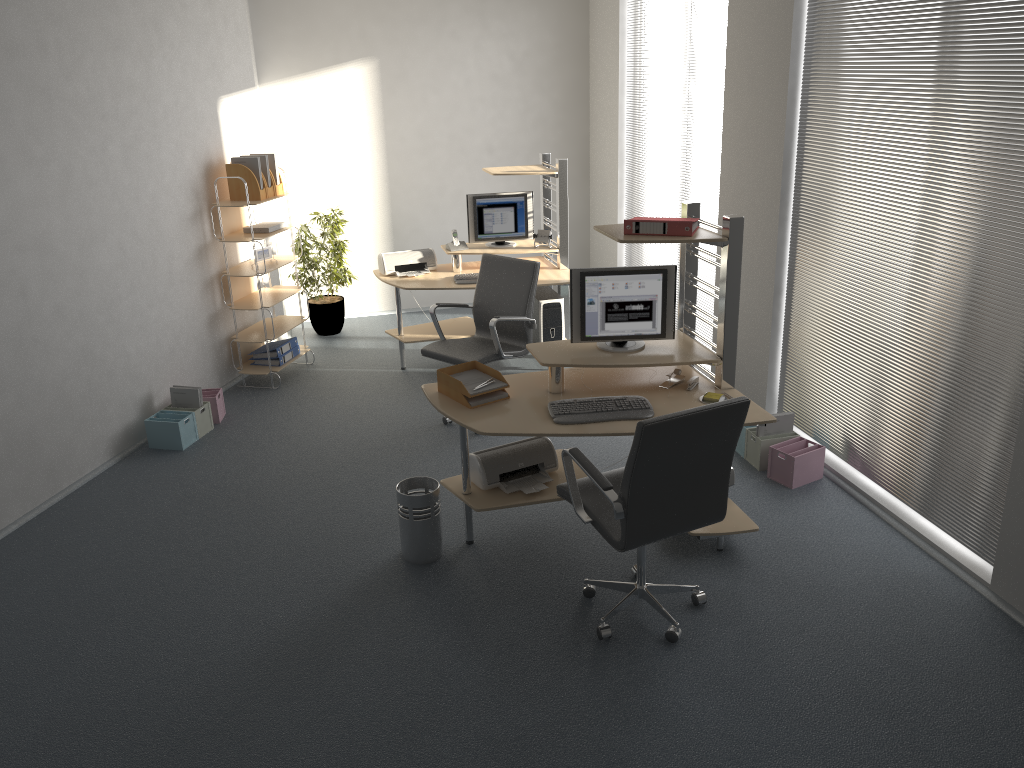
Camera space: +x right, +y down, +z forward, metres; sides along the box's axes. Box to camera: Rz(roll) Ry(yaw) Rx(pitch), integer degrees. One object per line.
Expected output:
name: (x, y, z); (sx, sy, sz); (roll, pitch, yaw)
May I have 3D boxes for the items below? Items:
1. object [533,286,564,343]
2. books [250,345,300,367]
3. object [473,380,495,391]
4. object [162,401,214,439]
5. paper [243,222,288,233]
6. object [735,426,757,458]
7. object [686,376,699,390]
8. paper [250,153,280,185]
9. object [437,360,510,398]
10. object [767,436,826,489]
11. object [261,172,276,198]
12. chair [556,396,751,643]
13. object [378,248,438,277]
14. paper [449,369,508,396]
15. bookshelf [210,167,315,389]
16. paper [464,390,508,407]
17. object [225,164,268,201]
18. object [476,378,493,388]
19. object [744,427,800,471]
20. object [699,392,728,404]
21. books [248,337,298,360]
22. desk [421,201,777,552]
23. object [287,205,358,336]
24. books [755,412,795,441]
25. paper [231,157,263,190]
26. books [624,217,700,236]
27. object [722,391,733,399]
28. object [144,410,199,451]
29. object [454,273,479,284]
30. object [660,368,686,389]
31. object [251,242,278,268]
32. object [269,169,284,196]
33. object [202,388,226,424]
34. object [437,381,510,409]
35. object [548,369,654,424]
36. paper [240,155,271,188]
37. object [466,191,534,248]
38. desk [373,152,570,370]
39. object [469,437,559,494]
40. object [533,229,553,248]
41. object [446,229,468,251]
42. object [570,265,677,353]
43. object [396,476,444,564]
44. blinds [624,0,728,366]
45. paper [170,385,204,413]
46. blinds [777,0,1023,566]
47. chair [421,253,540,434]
object: (0.254, -0.509, 6.967); (0.199, 0.422, 0.471); (-6, 21, -12)
books: (-1.847, -0.228, 6.917); (0.262, 0.072, 0.320); (3, 21, 14)
object: (-0.134, 0.008, 4.250); (0.008, 0.009, 0.159); (15, 26, 38)
object: (-2.155, 0.239, 5.903); (0.245, 0.202, 0.185); (3, 21, 13)
paper: (-1.853, -1.181, 6.680); (0.213, 0.046, 0.297); (3, 21, 13)
object: (1.474, 0.313, 5.355); (0.245, 0.202, 0.185); (-6, 21, -12)
object: (0.888, -0.007, 4.358); (0.022, 0.042, 0.134); (9, 23, 27)
paper: (-1.851, -1.575, 6.650); (0.213, 0.297, 0.045); (4, 21, 17)
object: (-0.192, -0.028, 4.329); (0.225, 0.060, 0.309); (-15, 24, -31)
object: (1.596, 0.445, 4.984); (0.245, 0.202, 0.185); (-13, 23, -29)
object: (-1.890, -1.507, 6.527); (0.243, 0.259, 0.113); (3, 21, 14)
chair: (0.552, 0.497, 3.685); (0.584, 1.048, 0.652); (-12, 22, -25)
object: (-0.792, -0.941, 6.896); (0.438, 0.162, 0.351); (-9, 21, -19)
paper: (-0.191, -0.012, 4.334); (0.210, 0.010, 0.297); (-15, 24, -31)
bookshelf: (-1.877, -0.805, 6.723); (0.381, 1.572, 0.724); (3, 21, 14)
paper: (-0.189, 0.037, 4.352); (0.210, 0.019, 0.297); (-15, 24, -31)
object: (-1.917, -1.465, 6.414); (0.243, 0.259, 0.113); (2, 21, 12)
object: (-0.135, -0.002, 4.279); (0.008, 0.009, 0.159); (10, 23, 30)
object: (1.517, 0.374, 5.185); (0.245, 0.202, 0.185); (-6, 21, -12)
object: (0.951, 0.062, 4.185); (0.132, 0.026, 0.132); (-6, 21, -12)
books: (-1.859, -0.280, 6.901); (0.263, 0.100, 0.320); (3, 21, 14)
desk: (0.357, 0.032, 4.221); (1.469, 1.566, 0.967); (-6, 21, -12)
object: (-1.651, -0.997, 7.857); (0.544, 1.147, 0.644); (4, 21, 15)
books: (1.518, 0.312, 5.147); (0.220, 0.306, 0.068); (-6, 21, -12)
paper: (-1.915, -1.491, 6.426); (0.213, 0.297, 0.045); (2, 21, 12)
books: (0.722, -0.772, 4.259); (0.320, 0.072, 0.262); (5, 21, 18)
object: (1.032, 0.060, 4.207); (0.011, 0.011, 0.158); (-7, 21, -15)
object: (-2.197, 0.302, 5.735); (0.245, 0.202, 0.185); (3, 21, 13)
object: (-0.223, -0.869, 6.913); (0.478, 0.082, 0.814); (-4, 20, -5)
object: (0.799, -0.034, 4.408); (0.054, 0.064, 0.159); (17, 27, 41)
object: (-1.864, -0.971, 6.648); (0.077, 0.161, 0.192); (11, 24, 31)
object: (-1.854, -1.550, 6.638); (0.243, 0.259, 0.113); (4, 21, 17)
object: (-2.130, 0.160, 6.115); (0.245, 0.202, 0.185); (-3, 20, -4)
object: (-0.190, 0.025, 4.348); (0.225, 0.060, 0.309); (-15, 24, -31)
object: (0.382, 0.045, 4.360); (0.478, 0.082, 0.814); (-4, 20, -5)
paper: (-1.887, -1.533, 6.539); (0.213, 0.297, 0.045); (3, 21, 14)
object: (-0.086, -1.301, 6.977); (0.516, 0.418, 0.245); (-1, 20, 2)
desk: (-0.289, -0.883, 6.781); (1.469, 1.566, 0.967); (-6, 21, -12)
object: (0.040, 0.411, 4.433); (0.438, 0.162, 0.351); (-13, 23, -27)
object: (0.245, -1.127, 6.882); (0.154, 0.135, 0.093); (7, 22, 23)
object: (-0.436, -1.127, 6.925); (0.150, 0.151, 0.119); (-12, 22, -25)
object: (0.557, -0.393, 4.438); (0.516, 0.418, 0.245); (1, 20, 9)
object: (-0.446, 0.666, 4.318); (0.208, 0.377, 0.208); (10, 23, 29)
blinds: (1.238, -1.711, 6.881); (0.037, 2.749, 1.950); (-6, 21, -12)
paper: (-2.153, 0.168, 5.893); (0.220, 0.306, 0.068); (3, 21, 13)
blinds: (1.887, -0.794, 4.315); (0.022, 2.770, 1.950); (-6, 21, -12)
chair: (-0.195, -0.260, 5.822); (0.584, 1.048, 0.652); (16, 27, 40)
